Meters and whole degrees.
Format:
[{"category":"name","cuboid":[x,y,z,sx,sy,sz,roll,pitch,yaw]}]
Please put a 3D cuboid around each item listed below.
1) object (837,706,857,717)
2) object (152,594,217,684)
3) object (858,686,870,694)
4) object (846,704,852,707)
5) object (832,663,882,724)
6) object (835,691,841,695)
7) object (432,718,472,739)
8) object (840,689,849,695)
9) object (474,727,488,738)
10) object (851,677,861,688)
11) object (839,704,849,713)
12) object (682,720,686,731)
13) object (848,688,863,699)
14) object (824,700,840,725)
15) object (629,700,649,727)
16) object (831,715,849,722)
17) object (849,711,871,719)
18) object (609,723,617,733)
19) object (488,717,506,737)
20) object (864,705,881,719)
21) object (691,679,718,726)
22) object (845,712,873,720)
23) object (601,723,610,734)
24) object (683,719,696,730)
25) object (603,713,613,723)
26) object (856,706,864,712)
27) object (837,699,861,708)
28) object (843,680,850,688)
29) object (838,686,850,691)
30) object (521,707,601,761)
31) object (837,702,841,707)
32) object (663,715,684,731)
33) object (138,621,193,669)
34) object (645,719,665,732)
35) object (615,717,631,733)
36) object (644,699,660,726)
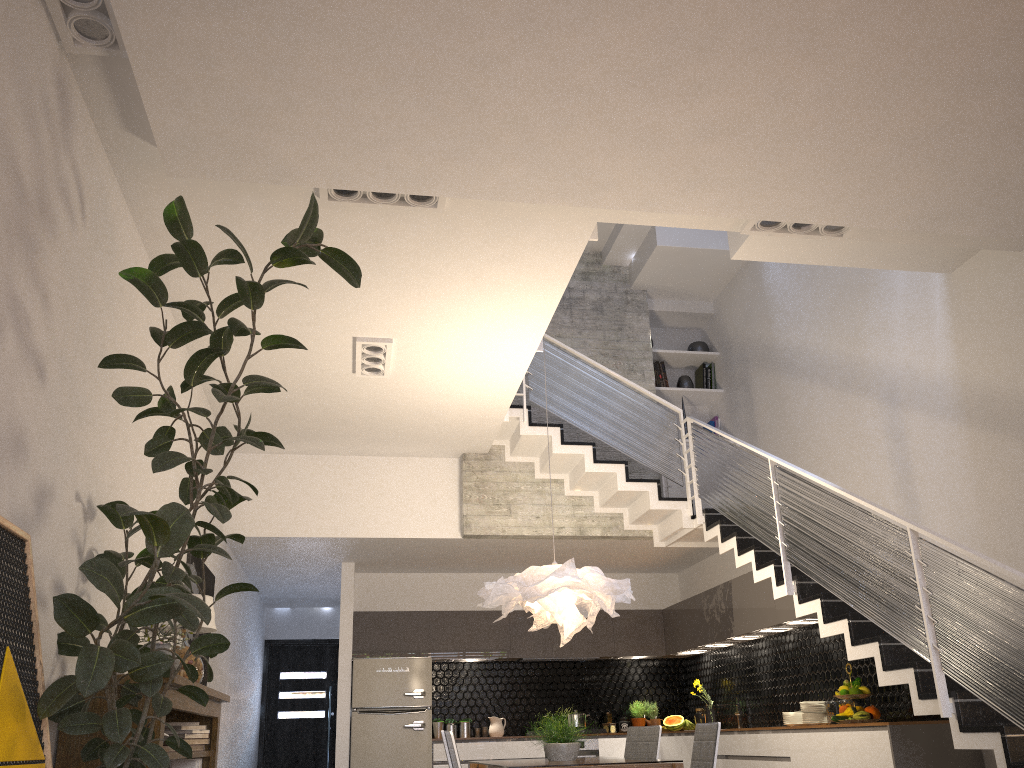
[{"category":"object","cuboid":[2.408,2.363,6.381,0.154,0.075,0.080,-11,-23,23]},{"category":"object","cuboid":[-2.017,1.599,5.420,0.392,0.572,0.394,15,-26,-38]},{"category":"object","cuboid":[2.546,2.216,6.396,0.079,0.068,0.060,-8,-21,17]},{"category":"object","cuboid":[2.454,2.377,6.495,0.059,0.055,0.129,1,-22,-9]},{"category":"object","cuboid":[2.476,2.248,6.436,0.352,0.418,0.358,4,-21,-16]},{"category":"object","cuboid":[2.371,2.251,6.430,0.045,0.040,0.048,-19,-27,37]},{"category":"object","cuboid":[-0.668,3.787,9.749,0.482,0.217,0.175,3,-21,-13]},{"category":"object","cuboid":[2.397,2.229,6.385,0.060,0.053,0.059,-11,-23,22]},{"category":"object","cuboid":[-0.343,3.864,9.824,0.160,0.109,0.079,0,-20,-5]},{"category":"object","cuboid":[2.500,2.200,6.468,0.067,0.099,0.214,-3,-22,4]},{"category":"object","cuboid":[2.414,2.365,6.414,0.087,0.091,0.087,0,-21,-5]},{"category":"object","cuboid":[2.009,3.928,10.184,0.132,0.117,0.207,-5,-22,9]},{"category":"object","cuboid":[2.472,2.226,6.375,0.101,0.077,0.097,4,-22,-14]},{"category":"object","cuboid":[2.569,2.602,7.007,0.173,0.181,0.174,-18,-26,36]},{"category":"object","cuboid":[1.460,3.797,10.123,0.245,0.348,0.238,0,-20,-6]},{"category":"object","cuboid":[2.397,2.407,6.369,0.240,0.047,0.062,10,-24,-28]},{"category":"object","cuboid":[2.463,2.355,6.276,0.152,0.071,0.077,-13,-23,26]},{"category":"object","cuboid":[1.145,3.916,10.073,0.083,0.111,0.084,-2,-20,0]},{"category":"object","cuboid":[-0.165,3.811,9.839,0.190,0.211,0.174,-3,-20,3]},{"category":"object","cuboid":[2.604,2.378,6.405,0.112,0.109,0.114,12,-25,-32]},{"category":"object","cuboid":[2.100,3.493,9.649,0.257,0.533,0.434,-6,-21,12]},{"category":"object","cuboid":[2.483,2.387,6.325,0.229,0.074,0.071,6,-22,-18]},{"category":"object","cuboid":[1.058,3.915,10.062,0.083,0.111,0.084,2,-21,-10]},{"category":"object","cuboid":[2.022,3.857,10.019,0.149,0.125,0.227,-13,-24,27]},{"category":"object","cuboid":[1.091,3.808,10.093,0.083,0.111,0.084,10,-23,-28]},{"category":"object","cuboid":[2.528,2.384,6.444,0.088,0.077,0.090,-11,-23,23]},{"category":"object","cuboid":[2.616,2.534,6.841,0.173,0.181,0.174,11,-24,-31]},{"category":"object","cuboid":[2.447,2.213,6.487,0.057,0.080,0.183,-8,-22,17]},{"category":"object","cuboid":[2.424,2.229,6.457,0.068,0.057,0.072,2,-21,-10]},{"category":"object","cuboid":[0.303,2.286,5.786,0.532,0.361,0.679,4,-22,-14]},{"category":"object","cuboid":[2.461,2.393,6.518,0.126,0.118,0.062,-10,-22,21]},{"category":"object","cuboid":[1.819,3.810,9.948,0.236,0.171,0.221,-9,-22,17]},{"category":"object","cuboid":[-1.932,1.442,4.813,0.387,0.405,0.279,11,-24,-30]},{"category":"object","cuboid":[1.617,3.853,9.989,0.210,0.138,0.126,-11,-22,22]},{"category":"object","cuboid":[1.266,3.891,10.099,0.141,0.171,0.144,2,-21,-10]},{"category":"object","cuboid":[1.602,3.784,10.133,0.170,0.372,0.186,-12,-22,25]}]
